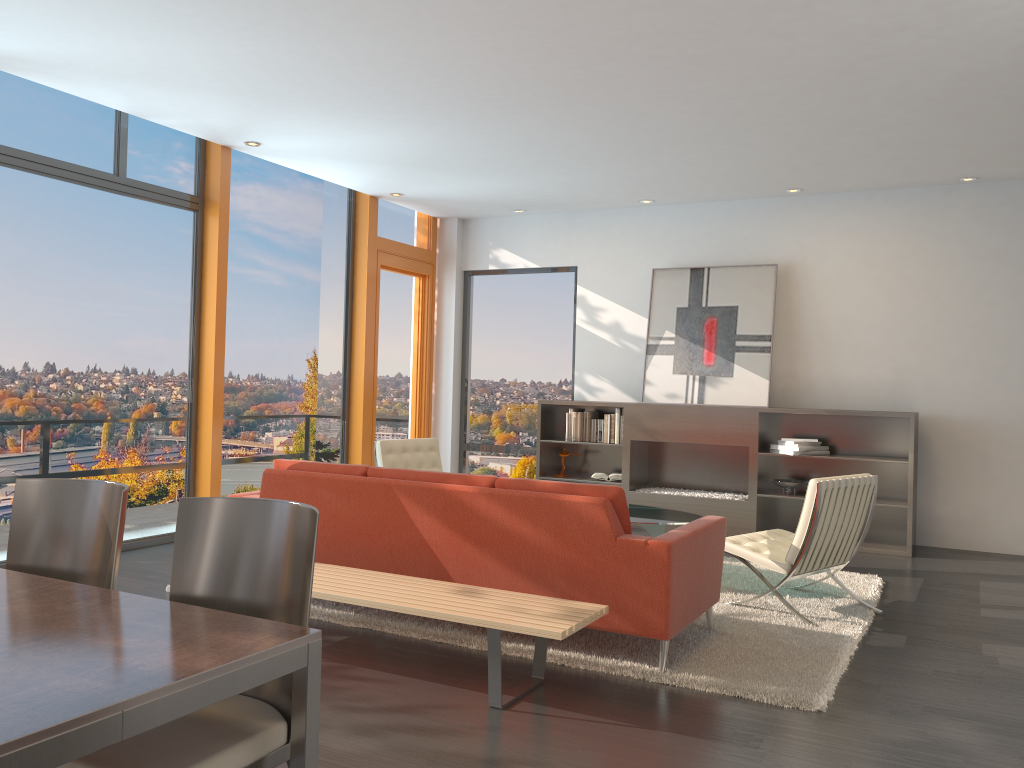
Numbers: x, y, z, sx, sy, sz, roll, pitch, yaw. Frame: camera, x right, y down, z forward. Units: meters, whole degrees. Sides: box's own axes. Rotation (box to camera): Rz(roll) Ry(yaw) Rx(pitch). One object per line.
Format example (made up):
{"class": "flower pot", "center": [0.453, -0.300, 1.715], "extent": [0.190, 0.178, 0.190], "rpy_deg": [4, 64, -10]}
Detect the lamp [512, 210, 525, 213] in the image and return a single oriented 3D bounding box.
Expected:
{"class": "lamp", "center": [0.069, -1.826, 9.370], "extent": [0.129, 0.010, 0.129], "rpy_deg": [2, 0, -18]}

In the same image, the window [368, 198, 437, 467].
{"class": "window", "center": [-1.229, -0.393, 9.435], "extent": [0.211, 3.346, 1.156], "rpy_deg": [1, -1, 27]}

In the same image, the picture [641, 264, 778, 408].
{"class": "picture", "center": [1.858, -0.463, 8.403], "extent": [1.208, 1.338, 0.269], "rpy_deg": [1, -1, 27]}

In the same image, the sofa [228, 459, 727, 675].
{"class": "sofa", "center": [-0.250, 0.870, 4.849], "extent": [2.597, 0.852, 1.038], "rpy_deg": [1, 0, 27]}

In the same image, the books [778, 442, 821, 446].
{"class": "books", "center": [2.520, 0.529, 7.776], "extent": [0.300, 0.020, 0.210], "rpy_deg": [2, 0, -33]}

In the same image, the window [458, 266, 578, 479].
{"class": "window", "center": [0.074, -0.353, 9.693], "extent": [1.410, 3.340, 0.065], "rpy_deg": [1, -1, 27]}

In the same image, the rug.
{"class": "rug", "center": [0.272, 1.308, 5.800], "extent": [3.772, 0.043, 2.983], "rpy_deg": [2, 0, 27]}

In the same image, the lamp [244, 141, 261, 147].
{"class": "lamp", "center": [-2.045, -1.891, 6.991], "extent": [0.129, 0.010, 0.129], "rpy_deg": [2, 0, -18]}

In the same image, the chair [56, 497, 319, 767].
{"class": "chair", "center": [-0.775, 0.792, 2.121], "extent": [0.548, 0.968, 0.614], "rpy_deg": [1, -1, 27]}

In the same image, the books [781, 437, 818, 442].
{"class": "books", "center": [2.521, 0.489, 7.776], "extent": [0.300, 0.020, 0.210], "rpy_deg": [2, 0, 17]}

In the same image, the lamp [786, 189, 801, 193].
{"class": "lamp", "center": [2.562, -1.759, 8.073], "extent": [0.129, 0.010, 0.129], "rpy_deg": [2, 0, -18]}

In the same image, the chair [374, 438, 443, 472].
{"class": "chair", "center": [-0.665, 0.869, 7.199], "extent": [0.707, 0.817, 0.700], "rpy_deg": [1, -1, 37]}

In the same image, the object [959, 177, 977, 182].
{"class": "object", "center": [3.845, -1.725, 7.476], "extent": [0.129, 0.010, 0.129], "rpy_deg": [2, 0, -18]}

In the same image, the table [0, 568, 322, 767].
{"class": "table", "center": [-1.675, 0.920, 2.036], "extent": [2.151, 0.765, 1.171], "rpy_deg": [1, 0, 27]}

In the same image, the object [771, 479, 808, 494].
{"class": "object", "center": [2.440, 0.913, 7.806], "extent": [0.309, 0.117, 0.309], "rpy_deg": [2, 0, -29]}

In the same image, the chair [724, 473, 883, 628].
{"class": "chair", "center": [1.704, 0.930, 5.262], "extent": [0.700, 0.817, 0.707], "rpy_deg": [2, -1, -43]}

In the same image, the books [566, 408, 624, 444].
{"class": "books", "center": [0.861, 0.394, 8.622], "extent": [0.592, 0.340, 0.324], "rpy_deg": [1, 0, 27]}

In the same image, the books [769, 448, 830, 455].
{"class": "books", "center": [2.518, 0.595, 7.775], "extent": [0.398, 0.038, 0.314], "rpy_deg": [2, 0, -23]}

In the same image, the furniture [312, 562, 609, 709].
{"class": "furniture", "center": [-0.590, 1.107, 4.064], "extent": [2.006, 0.357, 0.492], "rpy_deg": [2, 0, 27]}

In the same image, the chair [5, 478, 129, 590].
{"class": "chair", "center": [-1.394, 0.775, 2.443], "extent": [0.548, 0.968, 0.614], "rpy_deg": [1, -1, 27]}

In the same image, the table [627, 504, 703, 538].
{"class": "table", "center": [0.356, 1.087, 6.177], "extent": [1.999, 0.464, 0.947], "rpy_deg": [2, 0, 29]}

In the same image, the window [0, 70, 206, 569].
{"class": "window", "center": [-3.017, -0.451, 6.201], "extent": [0.070, 3.346, 2.104], "rpy_deg": [1, -1, 27]}

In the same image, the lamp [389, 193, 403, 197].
{"class": "lamp", "center": [-1.141, -1.861, 8.729], "extent": [0.129, 0.010, 0.129], "rpy_deg": [2, 0, -18]}

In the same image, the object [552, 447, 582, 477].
{"class": "object", "center": [0.538, 0.776, 8.840], "extent": [0.201, 0.290, 0.245], "rpy_deg": [2, -1, -43]}

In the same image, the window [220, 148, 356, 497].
{"class": "window", "center": [-2.056, -0.419, 8.050], "extent": [0.070, 3.346, 1.843], "rpy_deg": [1, -1, 27]}

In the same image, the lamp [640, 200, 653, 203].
{"class": "lamp", "center": [1.322, -1.792, 8.718], "extent": [0.129, 0.010, 0.129], "rpy_deg": [2, 0, -18]}

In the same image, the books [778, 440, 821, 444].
{"class": "books", "center": [2.520, 0.509, 7.776], "extent": [0.300, 0.020, 0.210], "rpy_deg": [2, 0, -23]}

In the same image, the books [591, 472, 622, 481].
{"class": "books", "center": [0.939, 0.899, 8.590], "extent": [0.336, 0.064, 0.234], "rpy_deg": [2, 0, 8]}

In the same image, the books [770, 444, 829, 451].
{"class": "books", "center": [2.519, 0.557, 7.775], "extent": [0.398, 0.038, 0.314], "rpy_deg": [2, 0, -33]}

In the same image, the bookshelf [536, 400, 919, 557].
{"class": "bookshelf", "center": [1.871, 0.783, 8.196], "extent": [3.387, 1.163, 0.570], "rpy_deg": [1, -1, 27]}
